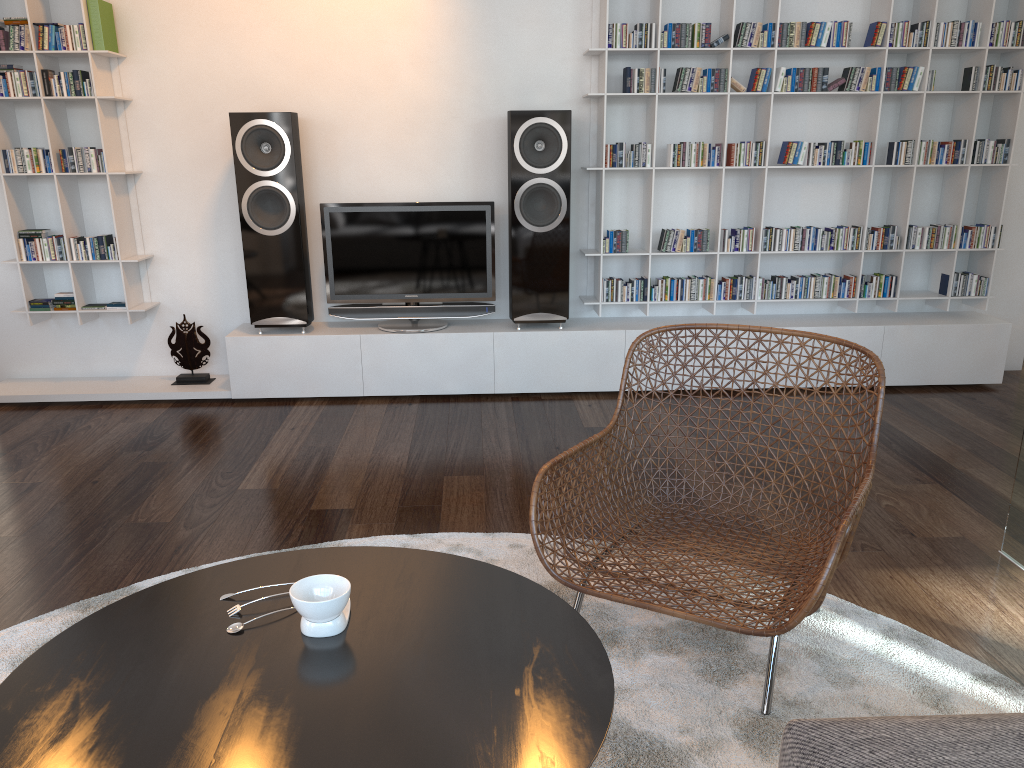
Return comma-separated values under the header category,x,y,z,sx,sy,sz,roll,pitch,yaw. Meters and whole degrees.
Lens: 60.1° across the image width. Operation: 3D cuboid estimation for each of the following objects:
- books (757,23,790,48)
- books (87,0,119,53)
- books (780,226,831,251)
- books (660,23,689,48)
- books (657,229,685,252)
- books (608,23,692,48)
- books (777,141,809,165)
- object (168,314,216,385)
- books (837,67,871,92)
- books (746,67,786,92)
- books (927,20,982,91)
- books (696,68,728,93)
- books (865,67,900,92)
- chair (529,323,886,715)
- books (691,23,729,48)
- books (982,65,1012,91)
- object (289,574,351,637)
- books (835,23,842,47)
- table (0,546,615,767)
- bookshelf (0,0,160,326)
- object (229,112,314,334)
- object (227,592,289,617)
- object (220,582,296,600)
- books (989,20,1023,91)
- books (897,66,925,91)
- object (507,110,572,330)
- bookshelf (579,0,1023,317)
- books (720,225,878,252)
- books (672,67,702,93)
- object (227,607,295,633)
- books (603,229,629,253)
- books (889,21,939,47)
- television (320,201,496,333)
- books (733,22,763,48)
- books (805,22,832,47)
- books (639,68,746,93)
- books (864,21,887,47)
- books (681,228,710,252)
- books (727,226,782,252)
category,x,y,z,sx,sy,sz,roll,pitch,yaw
books,1.199,-1.600,4.074,0.139,0.106,0.097,-2,17,-4
books,-1.845,-1.609,3.990,0.049,0.218,0.162,-1,17,-2
books,1.443,-0.722,4.379,0.234,0.115,0.112,-1,17,-2
books,0.737,-1.592,4.055,0.132,0.106,0.097,-2,17,-4
books,0.784,-0.707,4.351,0.118,0.110,0.088,-1,17,-2
books,0.623,-1.590,4.051,0.384,0.106,0.099,-1,17,-2
books,1.349,-1.108,4.243,0.118,0.110,0.088,-1,17,-2
object,-1.618,-0.179,4.436,0.212,0.358,0.119,-1,18,-2
books,1.607,-1.426,4.149,0.118,0.110,0.088,-1,17,-2
books,1.188,-1.418,4.133,0.158,0.112,0.088,-1,17,-2
books,2.044,-1.530,4.139,0.230,0.306,0.112,-1,18,-2
books,0.930,-1.411,4.124,0.132,0.106,0.097,-2,17,-4
books,1.730,-1.428,4.156,0.144,0.107,0.097,-2,17,-4
chair,0.490,0.266,2.167,0.714,0.725,0.674,9,19,29
books,0.912,-1.594,4.062,0.163,0.108,0.088,-1,17,-2
books,2.091,-1.689,4.088,0.568,0.640,0.112,-1,18,-2
object,-0.285,0.335,1.368,0.091,0.070,0.136,2,16,9
books,1.329,-1.762,4.028,0.350,0.441,0.098,-1,18,-3
table,-0.281,0.636,1.311,0.847,0.483,0.829,-1,16,0
bookshelf,-2.112,-1.319,4.068,0.639,2.121,0.222,-1,18,-2
object,-1.124,-0.757,4.223,0.295,1.025,0.274,-1,18,-2
object,-0.377,0.347,1.432,0.163,0.016,0.025,-8,18,-26
object,-0.398,0.338,1.468,0.167,0.015,0.014,-4,17,-14
books,2.290,-1.534,4.148,0.183,0.306,0.112,-1,18,-2
books,1.860,-1.432,4.159,0.118,0.110,0.088,-1,17,-2
object,0.128,-0.781,4.272,0.295,1.025,0.274,-1,18,-2
bookshelf,1.386,-1.386,4.207,2.085,2.121,0.222,-1,18,-2
books,1.413,-0.722,4.378,0.764,0.115,0.112,-1,17,-2
books,0.815,-1.413,4.117,0.118,0.110,0.088,-1,17,-2
object,-0.383,0.364,1.379,0.123,0.010,0.025,-11,19,-34
books,0.503,-0.701,4.341,0.132,0.106,0.097,-2,17,-4
books,1.843,-1.616,4.099,0.232,0.115,0.099,-1,17,-2
television,-0.493,-0.578,4.323,0.787,0.614,0.338,4,18,15
books,1.080,-1.600,4.067,0.118,0.110,0.088,-1,17,-2
books,1.401,-1.607,4.080,0.118,0.110,0.088,-1,17,-2
books,0.838,-1.410,4.119,0.503,0.108,0.088,-1,17,-2
books,1.725,-1.771,4.040,0.156,0.441,0.088,-1,18,-2
books,0.900,-0.708,4.356,0.132,0.106,0.097,-2,17,-4
books,1.189,-0.717,4.368,0.268,0.115,0.097,-1,17,-3
